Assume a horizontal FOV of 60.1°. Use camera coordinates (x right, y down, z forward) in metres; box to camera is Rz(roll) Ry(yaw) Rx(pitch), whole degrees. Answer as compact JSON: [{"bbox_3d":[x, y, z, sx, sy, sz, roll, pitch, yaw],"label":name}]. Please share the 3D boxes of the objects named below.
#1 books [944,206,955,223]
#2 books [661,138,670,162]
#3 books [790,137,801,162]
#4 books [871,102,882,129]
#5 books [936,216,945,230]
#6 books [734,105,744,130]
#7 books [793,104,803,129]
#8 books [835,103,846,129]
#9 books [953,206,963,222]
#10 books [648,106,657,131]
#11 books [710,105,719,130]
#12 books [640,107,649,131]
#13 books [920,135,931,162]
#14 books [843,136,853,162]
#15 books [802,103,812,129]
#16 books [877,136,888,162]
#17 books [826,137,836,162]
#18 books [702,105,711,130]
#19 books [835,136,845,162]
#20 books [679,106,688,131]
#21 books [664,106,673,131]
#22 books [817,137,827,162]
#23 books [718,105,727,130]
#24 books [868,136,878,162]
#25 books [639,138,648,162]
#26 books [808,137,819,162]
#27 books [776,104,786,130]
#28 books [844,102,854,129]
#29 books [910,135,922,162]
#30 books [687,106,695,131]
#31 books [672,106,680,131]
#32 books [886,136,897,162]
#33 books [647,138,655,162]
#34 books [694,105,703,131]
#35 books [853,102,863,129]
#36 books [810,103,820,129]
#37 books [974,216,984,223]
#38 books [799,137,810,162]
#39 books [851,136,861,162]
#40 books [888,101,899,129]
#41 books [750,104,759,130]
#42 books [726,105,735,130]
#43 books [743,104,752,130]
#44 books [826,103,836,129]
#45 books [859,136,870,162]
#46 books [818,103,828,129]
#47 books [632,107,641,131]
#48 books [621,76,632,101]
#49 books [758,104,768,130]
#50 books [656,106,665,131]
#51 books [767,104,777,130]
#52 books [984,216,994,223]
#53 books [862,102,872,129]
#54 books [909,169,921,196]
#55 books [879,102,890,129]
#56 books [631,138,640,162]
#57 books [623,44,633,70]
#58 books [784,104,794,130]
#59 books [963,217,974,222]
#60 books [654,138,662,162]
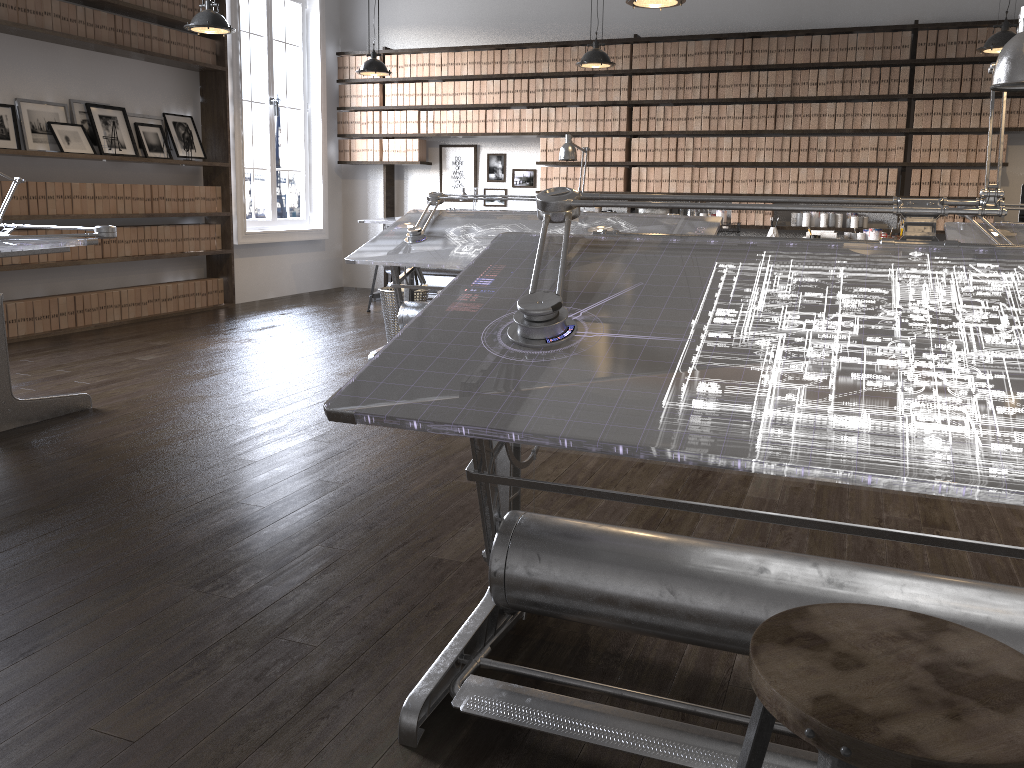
[{"bbox_3d":[3.614,-1.377,7.333,0.067,0.223,0.176,5,11,21],"label":"books"},{"bbox_3d":[1.413,-2.129,8.092,0.067,0.223,0.176,5,11,21],"label":"books"},{"bbox_3d":[2.462,-2.026,7.691,0.067,0.223,0.176,5,11,21],"label":"books"},{"bbox_3d":[3.049,-2.239,7.418,0.067,0.224,0.176,5,11,21],"label":"books"},{"bbox_3d":[3.552,-1.383,7.354,0.067,0.223,0.176,5,11,21],"label":"books"},{"bbox_3d":[2.011,-2.341,7.815,0.067,0.224,0.176,5,11,21],"label":"books"},{"bbox_3d":[2.472,-2.297,7.645,0.067,0.224,0.176,5,11,21],"label":"books"},{"bbox_3d":[2.787,-2.265,7.520,0.067,0.224,0.176,5,11,21],"label":"books"},{"bbox_3d":[3.681,-1.370,7.302,0.067,0.224,0.176,5,11,21],"label":"books"},{"bbox_3d":[1.301,-2.412,8.093,0.067,0.224,0.176,5,11,21],"label":"books"},{"bbox_3d":[1.815,-2.361,7.895,0.067,0.224,0.176,5,11,21],"label":"books"},{"bbox_3d":[1.229,-2.418,8.115,0.067,0.224,0.176,5,11,21],"label":"books"},{"bbox_3d":[3.416,-1.938,7.324,0.067,0.224,0.176,5,11,21],"label":"books"},{"bbox_3d":[2.859,-1.986,7.532,0.067,0.224,0.176,5,11,21],"label":"books"},{"bbox_3d":[2.538,-2.290,7.620,0.067,0.224,0.176,5,11,21],"label":"books"},{"bbox_3d":[3.109,-1.962,7.442,0.067,0.224,0.176,5,11,21],"label":"books"},{"bbox_3d":[2.733,-1.999,7.587,0.067,0.224,0.176,5,11,21],"label":"books"},{"bbox_3d":[1.748,-2.367,7.916,0.067,0.224,0.176,5,11,21],"label":"books"},{"bbox_3d":[2.799,-1.993,7.562,0.067,0.224,0.176,5,11,21],"label":"books"},{"bbox_3d":[1.560,-2.385,7.987,0.067,0.224,0.176,5,11,21],"label":"books"},{"bbox_3d":[1.433,-2.399,8.042,0.067,0.224,0.176,5,11,21],"label":"books"},{"bbox_3d":[2.665,-2.005,7.608,0.067,0.224,0.176,5,11,21],"label":"books"},{"bbox_3d":[1.881,-2.355,7.872,0.067,0.224,0.176,5,11,21],"label":"books"},{"bbox_3d":[3.042,-1.968,7.464,0.067,0.224,0.176,5,11,21],"label":"books"},{"bbox_3d":[1.223,-2.146,8.157,0.067,0.224,0.176,5,11,21],"label":"books"},{"bbox_3d":[2.601,-2.013,7.638,0.067,0.224,0.176,5,11,21],"label":"books"},{"bbox_3d":[2.339,-2.310,7.696,0.067,0.224,0.176,5,11,21],"label":"books"},{"bbox_3d":[2.854,-2.259,7.498,0.067,0.224,0.176,5,11,21],"label":"books"},{"bbox_3d":[3.351,-1.945,7.351,0.067,0.224,0.176,5,11,21],"label":"books"},{"bbox_3d":[1.623,-2.380,7.968,0.067,0.223,0.176,5,11,21],"label":"books"},{"bbox_3d":[1.499,-2.393,8.017,0.067,0.224,0.176,5,11,21],"label":"books"},{"bbox_3d":[3.175,-1.956,7.419,0.067,0.224,0.176,5,11,21],"label":"books"},{"bbox_3d":[1.291,-2.140,8.131,0.067,0.224,0.176,5,11,21],"label":"books"},{"bbox_3d":[1.681,-2.374,7.944,0.067,0.223,0.176,5,11,21],"label":"books"},{"bbox_3d":[2.920,-2.253,7.475,0.067,0.224,0.176,5,11,21],"label":"books"},{"bbox_3d":[2.598,-2.283,7.590,0.067,0.224,0.176,5,11,21],"label":"books"},{"bbox_3d":[3.817,-1.356,7.250,0.067,0.224,0.176,5,11,21],"label":"books"},{"bbox_3d":[2.529,-2.018,7.660,0.067,0.224,0.176,5,11,21],"label":"books"},{"bbox_3d":[2.923,-1.980,7.513,0.067,0.223,0.176,5,11,21],"label":"books"},{"bbox_3d":[3.172,-2.228,7.376,0.067,0.223,0.176,5,11,21],"label":"books"},{"bbox_3d":[2.139,-2.329,7.770,0.067,0.223,0.176,5,11,21],"label":"books"},{"bbox_3d":[1.945,-2.348,7.843,0.067,0.224,0.176,5,11,21],"label":"books"},{"bbox_3d":[2.078,-2.334,7.789,0.067,0.224,0.176,5,11,21],"label":"books"},{"bbox_3d":[2.720,-2.272,7.547,0.067,0.223,0.176,5,11,21],"label":"books"},{"bbox_3d":[2.981,-1.974,7.489,0.067,0.223,0.176,5,11,21],"label":"books"},{"bbox_3d":[2.662,-2.278,7.571,0.067,0.223,0.176,5,11,21],"label":"books"},{"bbox_3d":[1.162,-2.426,8.146,0.067,0.223,0.176,5,11,21],"label":"books"},{"bbox_3d":[1.057,-2.705,8.139,0.067,0.224,0.176,5,11,21],"label":"books"},{"bbox_3d":[2.201,-2.324,7.749,0.067,0.223,0.176,5,11,21],"label":"books"},{"bbox_3d":[1.365,-2.405,8.063,0.067,0.224,0.176,5,11,21],"label":"books"},{"bbox_3d":[2.268,-2.316,7.718,0.067,0.224,0.176,5,11,21],"label":"books"},{"bbox_3d":[3.885,-1.351,7.229,0.067,0.224,0.176,5,11,21],"label":"books"},{"bbox_3d":[2.983,-2.246,7.447,0.067,0.224,0.176,5,11,21],"label":"books"},{"bbox_3d":[3.362,-1.674,7.387,0.067,0.223,0.176,5,11,21],"label":"books"},{"bbox_3d":[3.111,-2.233,7.394,0.067,0.224,0.176,5,11,21],"label":"books"},{"bbox_3d":[1.157,-2.154,8.186,0.067,0.224,0.176,5,11,21],"label":"books"},{"bbox_3d":[1.068,-2.975,8.092,0.067,0.224,0.176,5,11,21],"label":"books"},{"bbox_3d":[2.404,-2.303,7.667,0.067,0.224,0.176,5,11,21],"label":"books"},{"bbox_3d":[3.752,-1.364,7.280,0.067,0.224,0.176,5,11,21],"label":"books"},{"bbox_3d":[1.351,-2.135,8.113,0.067,0.223,0.176,5,11,21],"label":"books"}]
